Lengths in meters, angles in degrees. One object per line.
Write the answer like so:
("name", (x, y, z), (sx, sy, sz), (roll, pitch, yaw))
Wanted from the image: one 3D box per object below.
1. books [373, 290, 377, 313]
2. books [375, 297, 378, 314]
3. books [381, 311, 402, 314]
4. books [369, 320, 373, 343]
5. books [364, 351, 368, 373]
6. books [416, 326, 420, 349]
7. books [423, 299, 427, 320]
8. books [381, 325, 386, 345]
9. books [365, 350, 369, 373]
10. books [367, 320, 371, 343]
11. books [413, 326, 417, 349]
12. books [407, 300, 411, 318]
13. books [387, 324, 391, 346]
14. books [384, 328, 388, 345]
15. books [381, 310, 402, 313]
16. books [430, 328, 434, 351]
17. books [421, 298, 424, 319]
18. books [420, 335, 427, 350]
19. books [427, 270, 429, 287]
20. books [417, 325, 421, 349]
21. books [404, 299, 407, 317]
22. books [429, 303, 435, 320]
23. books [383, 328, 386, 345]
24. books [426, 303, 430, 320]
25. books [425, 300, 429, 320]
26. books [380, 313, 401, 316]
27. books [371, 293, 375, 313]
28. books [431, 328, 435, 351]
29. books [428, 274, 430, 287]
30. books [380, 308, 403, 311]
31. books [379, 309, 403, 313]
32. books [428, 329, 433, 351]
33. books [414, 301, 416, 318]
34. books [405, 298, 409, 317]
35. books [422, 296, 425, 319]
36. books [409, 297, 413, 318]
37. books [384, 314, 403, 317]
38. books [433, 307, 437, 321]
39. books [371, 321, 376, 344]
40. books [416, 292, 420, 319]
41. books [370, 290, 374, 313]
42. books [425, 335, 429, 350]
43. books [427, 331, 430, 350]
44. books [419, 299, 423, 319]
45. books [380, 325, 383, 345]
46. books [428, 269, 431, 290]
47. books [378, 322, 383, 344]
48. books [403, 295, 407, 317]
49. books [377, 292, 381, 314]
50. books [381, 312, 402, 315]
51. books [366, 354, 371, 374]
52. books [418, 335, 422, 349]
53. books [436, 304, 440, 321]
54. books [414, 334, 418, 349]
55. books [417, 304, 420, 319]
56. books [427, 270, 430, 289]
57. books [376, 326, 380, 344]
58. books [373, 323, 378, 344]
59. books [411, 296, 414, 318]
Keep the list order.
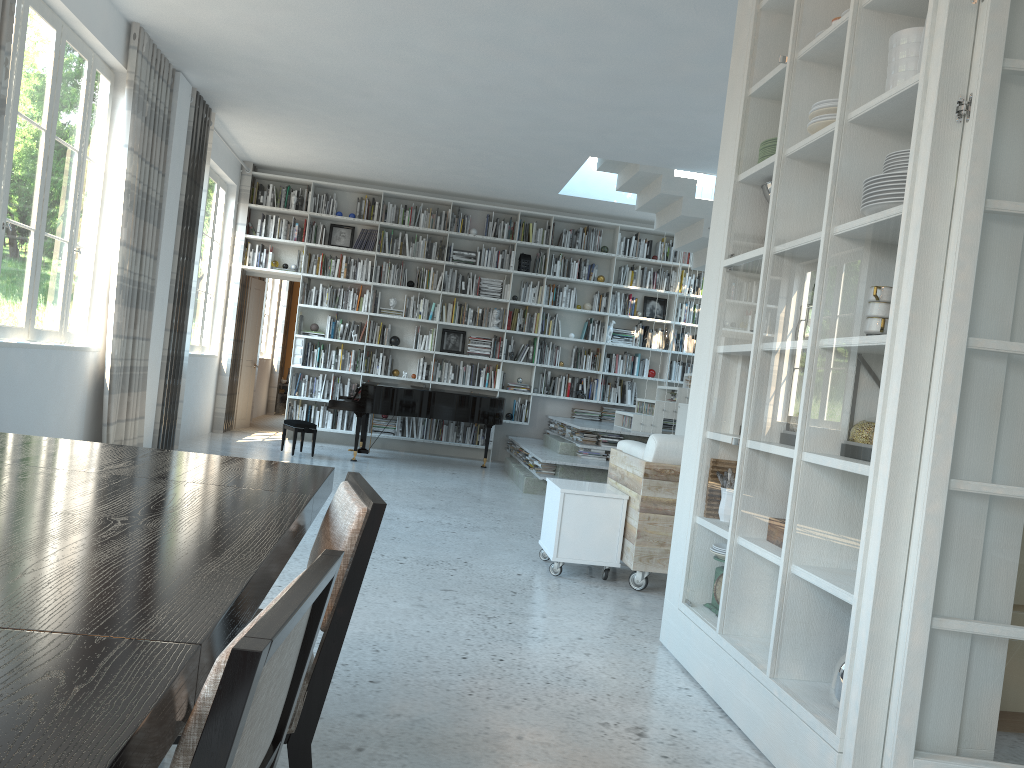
("books", (-1.689, -1.008, 10.934), (0.011, 0.298, 0.135), (7, 1, -7))
("books", (-1.670, -0.962, 10.927), (0.034, 0.210, 0.136), (7, 1, -7))
("books", (-1.491, -0.878, 10.937), (0.254, 0.012, 0.161), (7, 0, -12))
("books", (-1.735, -0.637, 10.919), (0.025, 0.284, 0.145), (7, 1, -7))
("books", (-1.797, -0.271, 10.931), (0.013, 0.275, 0.147), (7, 1, -7))
("books", (-1.166, -0.573, 10.994), (0.011, 0.292, 0.155), (7, 1, -7))
("books", (-1.080, -0.916, 10.978), (0.023, 0.260, 0.170), (7, 1, -7))
("books", (-1.587, -0.601, 10.954), (0.028, 0.248, 0.142), (7, 1, -7))
("books", (-1.783, -0.273, 10.923), (0.013, 0.283, 0.146), (7, 1, -7))
("books", (-1.766, -0.641, 10.925), (0.012, 0.285, 0.159), (7, 1, -7))
("books", (-1.202, -0.574, 10.983), (0.012, 0.285, 0.159), (7, 1, -7))
("books", (-1.274, -0.923, 10.980), (0.024, 0.227, 0.137), (7, 1, -7))
("books", (-1.520, -0.602, 10.953), (0.028, 0.266, 0.144), (7, 1, -7))
("books", (-1.549, -0.580, 10.935), (0.028, 0.216, 0.175), (7, 1, -7))
("books", (-1.490, -0.890, 10.941), (0.254, 0.012, 0.161), (7, 0, -10))
("books", (-0.994, -0.546, 10.994), (0.011, 0.279, 0.187), (7, 1, -7))
("books", (-1.107, -0.923, 10.965), (0.012, 0.265, 0.192), (7, 1, -7))
("books", (-1.096, -0.513, 10.992), (0.057, 0.188, 0.156), (7, 1, -7))
("books", (-1.045, -1.281, 10.979), (0.017, 0.253, 0.139), (7, 1, -7))
("books", (-1.154, -0.575, 10.992), (0.012, 0.298, 0.166), (7, 1, -7))
("books", (-1.319, -0.931, 10.964), (0.010, 0.232, 0.154), (7, 1, -7))
("books", (-0.993, -0.890, 10.986), (0.060, 0.227, 0.179), (7, 1, -7))
("books", (-1.569, -0.579, 10.937), (0.011, 0.208, 0.180), (7, 1, -7))
("books", (-1.039, -0.891, 11.004), (0.026, 0.219, 0.150), (7, 1, -7))
("books", (-1.060, -0.912, 11.001), (0.022, 0.256, 0.152), (7, 1, -7))
("books", (-1.495, -0.854, 10.949), (0.254, 0.012, 0.161), (7, 0, -7))
("books", (-1.706, -0.990, 10.915), (0.024, 0.257, 0.134), (7, 1, -7))
("books", (-0.978, -0.545, 10.999), (0.021, 0.281, 0.162), (7, 1, -7))
("books", (-1.028, -1.279, 10.974), (0.006, 0.253, 0.180), (7, 1, -7))
("books", (-1.487, -0.914, 10.938), (0.285, 0.012, 0.159), (7, 0, -11))
("books", (-1.489, -0.902, 10.943), (0.285, 0.012, 0.159), (7, 0, -5))
("books", (-1.015, -0.544, 11.001), (0.027, 0.269, 0.178), (7, 1, -7))
("books", (-1.203, -0.914, 10.977), (0.048, 0.225, 0.149), (7, 1, -7))
("books", (-1.296, -0.936, 10.948), (0.030, 0.247, 0.174), (7, 1, -7))
("books", (-1.094, -0.939, 10.975), (0.011, 0.301, 0.178), (7, 1, -7))
("books", (-1.247, -0.940, 10.967), (0.022, 0.267, 0.151), (7, 1, -7))
("books", (-1.496, -0.841, 10.945), (0.285, 0.012, 0.159), (7, 0, -9))
("books", (-0.955, -0.862, 11.009), (0.027, 0.181, 0.142), (7, 1, -7))
("books", (-1.711, -0.629, 10.927), (0.026, 0.275, 0.154), (7, 1, -7))
("books", (-1.168, -0.962, 10.971), (0.010, 0.329, 0.173), (7, 1, -7))
("books", (-1.723, -1.006, 10.918), (0.012, 0.285, 0.159), (7, 1, -7))
("books", (-1.057, -0.508, 11.002), (0.024, 0.188, 0.172), (7, 1, -7))
("books", (-1.035, -0.533, 10.992), (0.012, 0.244, 0.171), (7, 1, -7))
("books", (-1.129, -0.916, 10.973), (0.028, 0.247, 0.170), (7, 1, -7))
("books", (-1.607, -0.601, 10.936), (0.014, 0.244, 0.153), (7, 1, -7))
("books", (-1.019, -1.304, 10.977), (0.006, 0.304, 0.165), (7, 1, -7))
("books", (-1.623, -0.618, 10.913), (0.026, 0.274, 0.190), (7, 1, -7))
("books", (-1.325, -0.958, 10.949), (0.012, 0.285, 0.159), (7, 1, -7))
("books", (-1.639, -0.992, 10.924), (0.021, 0.278, 0.136), (7, 1, -7))
("books", (-1.493, -0.866, 10.940), (0.254, 0.012, 0.161), (7, 0, -11))
("books", (-1.764, -0.249, 10.923), (0.030, 0.239, 0.157), (7, 1, -7))
("books", (-1.141, -0.515, 11.002), (0.030, 0.183, 0.154), (7, 1, -7))
("books", (-0.927, -0.877, 11.014), (0.026, 0.217, 0.126), (7, 1, -7))
("books", (-1.189, -0.522, 10.982), (0.025, 0.186, 0.154), (7, 1, -7))
("books", (-1.160, -0.891, 10.989), (0.025, 0.189, 0.140), (7, 1, -7))
("books", (-1.033, -1.286, 10.980), (0.004, 0.265, 0.141), (7, 1, -7))
("books", (-1.653, -0.599, 10.931), (0.025, 0.228, 0.153), (7, 1, -7))
("books", (-1.681, -0.620, 10.924), (0.036, 0.263, 0.166), (7, 1, -7))
("books", (-1.228, -0.947, 10.957), (0.012, 0.286, 0.167), (7, 1, -7))
